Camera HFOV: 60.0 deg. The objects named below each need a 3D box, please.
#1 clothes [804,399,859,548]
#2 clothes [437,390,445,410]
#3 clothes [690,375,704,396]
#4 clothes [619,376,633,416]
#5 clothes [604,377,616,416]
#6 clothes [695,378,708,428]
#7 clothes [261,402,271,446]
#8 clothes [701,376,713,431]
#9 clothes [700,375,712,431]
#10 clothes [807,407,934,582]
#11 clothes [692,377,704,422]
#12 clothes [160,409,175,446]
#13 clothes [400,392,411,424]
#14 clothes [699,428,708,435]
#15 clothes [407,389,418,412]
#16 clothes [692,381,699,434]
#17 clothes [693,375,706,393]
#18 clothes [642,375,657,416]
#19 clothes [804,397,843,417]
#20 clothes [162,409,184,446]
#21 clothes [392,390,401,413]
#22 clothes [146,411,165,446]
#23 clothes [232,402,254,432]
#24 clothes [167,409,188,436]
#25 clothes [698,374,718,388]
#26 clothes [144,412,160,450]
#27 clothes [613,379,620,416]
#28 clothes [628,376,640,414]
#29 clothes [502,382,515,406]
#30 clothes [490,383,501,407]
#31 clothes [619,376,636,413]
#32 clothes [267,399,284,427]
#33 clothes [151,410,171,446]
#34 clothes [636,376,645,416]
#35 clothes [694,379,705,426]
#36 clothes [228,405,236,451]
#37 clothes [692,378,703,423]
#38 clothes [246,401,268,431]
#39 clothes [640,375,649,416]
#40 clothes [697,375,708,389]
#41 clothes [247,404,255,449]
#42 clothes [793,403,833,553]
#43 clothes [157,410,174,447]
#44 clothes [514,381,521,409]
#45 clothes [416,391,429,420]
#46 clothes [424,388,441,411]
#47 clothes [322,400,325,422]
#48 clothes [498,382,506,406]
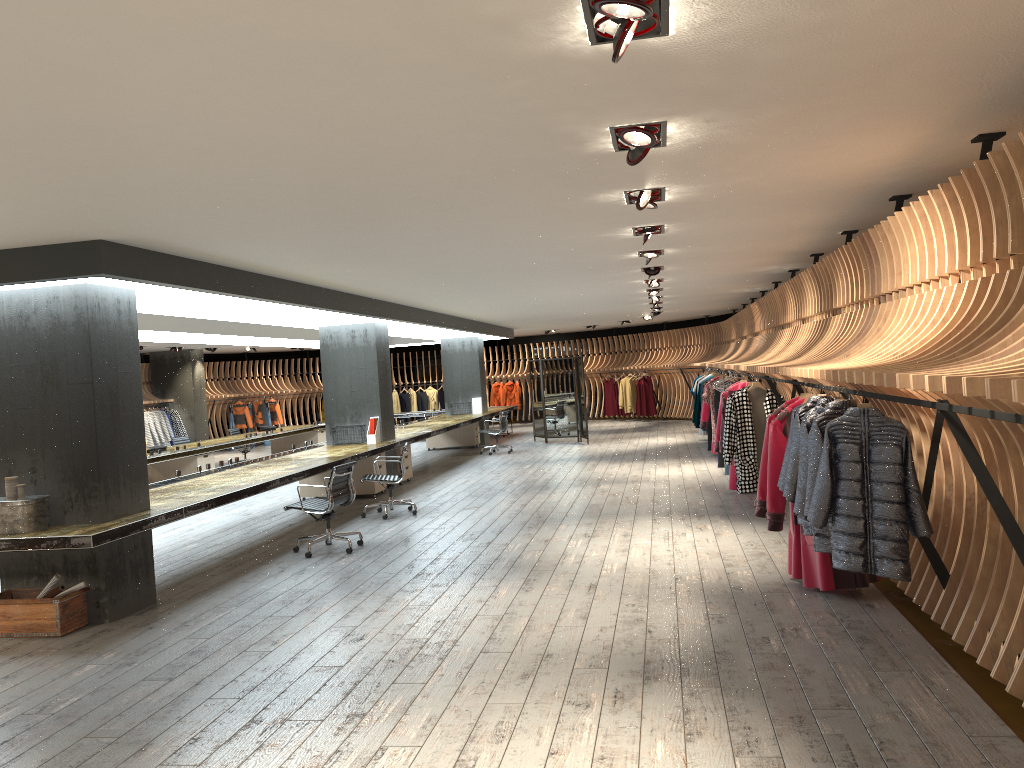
[{"bbox_3d":[1.854,0.509,4.831,0.530,0.856,0.234,-4,0,9],"label":"clothes"},{"bbox_3d":[-2.169,0.851,28.146,0.087,1.353,0.539,-4,0,34],"label":"clothes"},{"bbox_3d":[4.184,0.284,18.889,0.737,0.971,0.167,-4,0,18],"label":"clothes"},{"bbox_3d":[3.243,0.351,25.535,0.444,1.129,0.126,-4,0,-28],"label":"clothes"},{"bbox_3d":[2.883,0.370,26.002,0.444,1.129,0.127,-4,0,7],"label":"clothes"},{"bbox_3d":[3.875,0.391,16.646,0.913,1.081,0.238,-4,0,9],"label":"clothes"},{"bbox_3d":[-7.115,1.239,25.688,0.309,1.422,0.200,-4,0,-18],"label":"clothes"},{"bbox_3d":[3.826,0.370,16.335,0.714,1.088,0.257,-4,0,15],"label":"clothes"},{"bbox_3d":[3.899,0.359,16.767,0.715,1.088,0.257,-4,0,5],"label":"clothes"},{"bbox_3d":[1.780,0.543,4.509,0.181,0.854,0.682,-4,0,-37],"label":"clothes"},{"bbox_3d":[4.119,0.357,18.132,0.913,1.081,0.238,-4,0,9],"label":"clothes"},{"bbox_3d":[-8.618,1.230,21.755,0.885,1.239,0.245,-4,0,6],"label":"clothes"},{"bbox_3d":[-3.351,0.938,27.993,0.539,1.353,0.087,-4,0,44],"label":"clothes"},{"bbox_3d":[4.324,0.518,19.323,0.677,1.434,0.204,-4,0,-6],"label":"clothes"},{"bbox_3d":[-3.165,0.598,28.050,0.250,0.890,0.704,-4,0,-40],"label":"clothes"},{"bbox_3d":[4.372,0.511,19.595,0.677,1.434,0.204,-4,0,-1],"label":"clothes"},{"bbox_3d":[4.110,0.280,18.293,0.734,0.937,0.164,-4,0,13],"label":"clothes"},{"bbox_3d":[3.801,0.324,24.704,0.444,1.129,0.126,-4,0,-18],"label":"clothes"},{"bbox_3d":[1.896,0.500,5.130,0.511,0.854,0.228,-4,0,30],"label":"clothes"},{"bbox_3d":[-8.450,1.202,21.887,0.807,1.187,0.192,-4,0,10],"label":"clothes"},{"bbox_3d":[-3.678,0.635,27.926,0.250,0.890,0.704,-4,0,-30],"label":"clothes"},{"bbox_3d":[-8.604,1.168,21.096,0.752,1.062,0.128,-4,0,8],"label":"clothes"},{"bbox_3d":[-7.660,0.933,24.988,0.839,0.881,0.201,-4,0,25],"label":"clothes"},{"bbox_3d":[-8.427,1.198,22.074,0.799,1.185,0.191,-4,0,10],"label":"clothes"},{"bbox_3d":[3.951,0.358,17.332,0.733,1.106,0.165,-4,0,9],"label":"clothes"},{"bbox_3d":[-8.643,1.174,20.864,0.752,1.062,0.128,-4,0,8],"label":"clothes"},{"bbox_3d":[3.033,0.362,25.804,0.127,1.129,0.444,-4,0,2],"label":"clothes"},{"bbox_3d":[3.549,0.295,25.104,0.777,1.053,0.151,-4,0,-40],"label":"clothes"},{"bbox_3d":[-0.064,0.370,27.839,0.200,0.881,0.840,-4,0,40],"label":"clothes"},{"bbox_3d":[-0.488,0.397,27.947,0.200,0.881,0.840,-4,0,25],"label":"clothes"},{"bbox_3d":[3.422,0.301,25.284,0.777,1.053,0.152,-4,0,10],"label":"clothes"},{"bbox_3d":[-6.982,0.873,25.904,0.839,0.881,0.201,-4,0,40],"label":"clothes"},{"bbox_3d":[-8.560,1.161,21.355,0.752,1.062,0.128,-4,0,8],"label":"clothes"},{"bbox_3d":[3.674,0.330,24.933,0.444,1.129,0.126,-4,0,-18],"label":"clothes"},{"bbox_3d":[3.927,0.382,16.997,0.913,1.081,0.238,-4,0,14],"label":"clothes"},{"bbox_3d":[-7.767,1.298,24.695,0.200,1.422,0.309,-4,0,-13],"label":"clothes"},{"bbox_3d":[4.084,0.362,17.925,0.913,1.081,0.238,-4,0,14],"label":"clothes"},{"bbox_3d":[-7.303,0.904,25.426,0.839,0.881,0.201,-4,0,30],"label":"clothes"},{"bbox_3d":[3.765,0.325,24.791,0.444,1.129,0.127,-4,0,7],"label":"clothes"},{"bbox_3d":[4.039,0.349,17.510,0.733,1.106,0.165,-4,0,14],"label":"clothes"},{"bbox_3d":[-7.456,1.269,25.201,0.200,1.422,0.309,-4,0,2],"label":"clothes"},{"bbox_3d":[1.861,0.530,4.958,0.584,0.854,0.211,-4,0,37],"label":"clothes"},{"bbox_3d":[-8.530,1.157,21.531,0.752,1.062,0.128,-4,0,8],"label":"clothes"},{"bbox_3d":[0.165,0.355,27.748,0.201,0.881,0.839,-4,0,-10],"label":"clothes"},{"bbox_3d":[-2.842,0.902,28.080,0.539,1.353,0.087,-4,0,34],"label":"clothes"},{"bbox_3d":[-2.571,0.553,28.114,0.704,0.890,0.250,-4,0,30],"label":"clothes"},{"bbox_3d":[-5.568,0.938,27.069,0.664,1.045,0.168,-4,0,41],"label":"clothes"},{"bbox_3d":[-0.254,0.381,27.941,0.200,0.881,0.839,-4,0,15],"label":"clothes"}]
